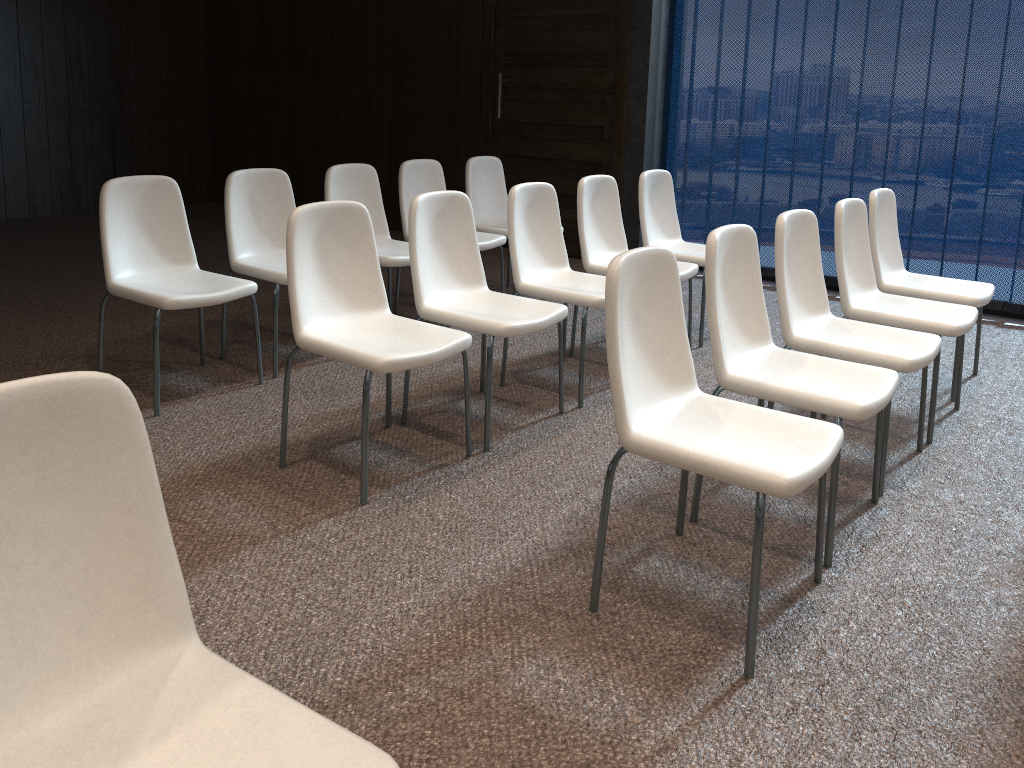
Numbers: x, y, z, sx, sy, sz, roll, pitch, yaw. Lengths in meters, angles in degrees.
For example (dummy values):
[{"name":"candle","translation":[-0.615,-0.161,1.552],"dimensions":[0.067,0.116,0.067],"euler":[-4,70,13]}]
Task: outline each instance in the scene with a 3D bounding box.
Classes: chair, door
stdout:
[{"name":"chair","translation":[1.981,-0.465,4.197],"dimensions":[0.566,0.874,0.540],"euler":[11,16,37]},{"name":"chair","translation":[1.630,-0.308,3.685],"dimensions":[0.566,0.874,0.540],"euler":[11,16,37]},{"name":"chair","translation":[1.242,-0.164,3.209],"dimensions":[0.566,0.874,0.540],"euler":[12,16,37]},{"name":"chair","translation":[-0.469,-0.160,3.030],"dimensions":[0.566,0.874,0.540],"euler":[11,16,37]},{"name":"chair","translation":[-0.693,-0.712,4.691],"dimensions":[0.565,0.874,0.541],"euler":[11,15,36]},{"name":"chair","translation":[-0.106,-0.295,3.475],"dimensions":[0.565,0.874,0.541],"euler":[11,15,35]},{"name":"chair","translation":[0.887,-0.024,2.746],"dimensions":[0.565,0.874,0.541],"euler":[11,15,35]},{"name":"chair","translation":[0.001,-0.995,5.622],"dimensions":[0.565,0.874,0.541],"euler":[11,15,35]},{"name":"chair","translation":[-1.418,-0.415,3.714],"dimensions":[0.565,0.874,0.541],"euler":[11,15,34]},{"name":"chair","translation":[0.528,0.126,2.254],"dimensions":[0.565,0.874,0.541],"euler":[11,15,35]},{"name":"chair","translation":[1.000,-0.739,4.936],"dimensions":[0.565,0.874,0.541],"euler":[11,15,36]},{"name":"chair","translation":[-1.068,-0.569,4.218],"dimensions":[0.566,0.874,0.540],"euler":[12,16,37]},{"name":"chair","translation":[0.622,-0.595,4.460],"dimensions":[0.565,0.874,0.541],"euler":[11,15,35]},{"name":"door","translation":[0.341,-2.240,7.125],"dimensions":[1.419,2.337,0.273],"euler":[11,14,36]},{"name":"chair","translation":[-0.468,0.487,1.056],"dimensions":[0.565,0.874,0.541],"euler":[10,15,34]},{"name":"chair","translation":[0.276,-0.442,3.960],"dimensions":[0.565,0.874,0.541],"euler":[11,15,35]},{"name":"chair","translation":[-0.364,-0.860,5.174],"dimensions":[0.565,0.874,0.541],"euler":[11,15,35]}]
